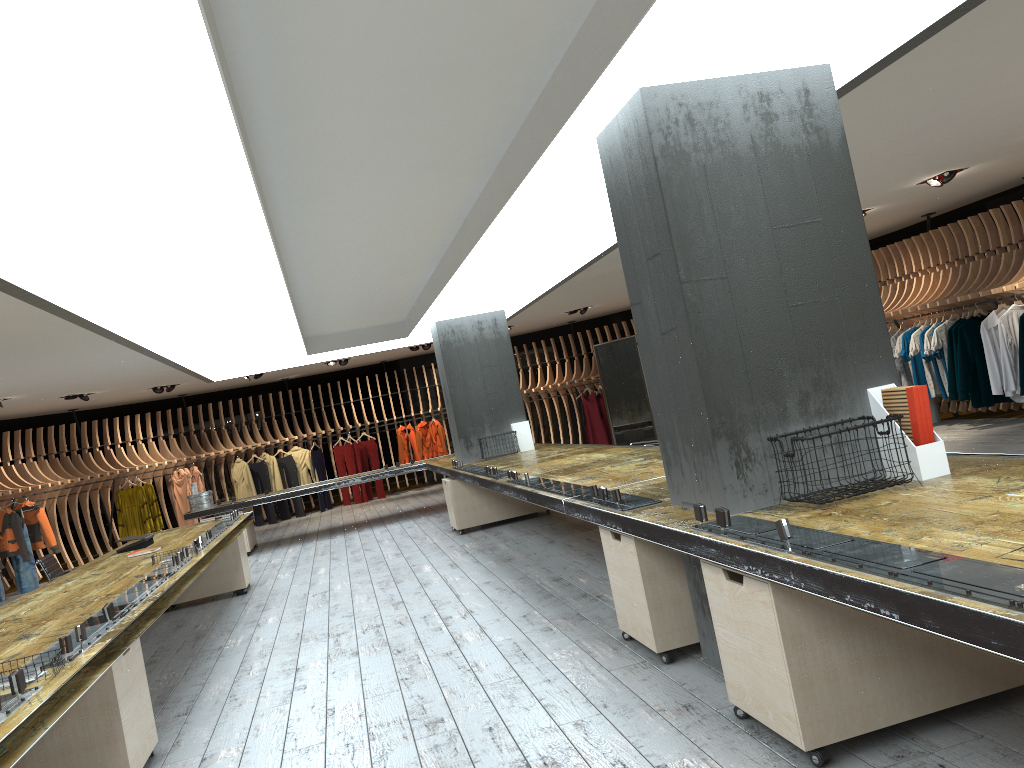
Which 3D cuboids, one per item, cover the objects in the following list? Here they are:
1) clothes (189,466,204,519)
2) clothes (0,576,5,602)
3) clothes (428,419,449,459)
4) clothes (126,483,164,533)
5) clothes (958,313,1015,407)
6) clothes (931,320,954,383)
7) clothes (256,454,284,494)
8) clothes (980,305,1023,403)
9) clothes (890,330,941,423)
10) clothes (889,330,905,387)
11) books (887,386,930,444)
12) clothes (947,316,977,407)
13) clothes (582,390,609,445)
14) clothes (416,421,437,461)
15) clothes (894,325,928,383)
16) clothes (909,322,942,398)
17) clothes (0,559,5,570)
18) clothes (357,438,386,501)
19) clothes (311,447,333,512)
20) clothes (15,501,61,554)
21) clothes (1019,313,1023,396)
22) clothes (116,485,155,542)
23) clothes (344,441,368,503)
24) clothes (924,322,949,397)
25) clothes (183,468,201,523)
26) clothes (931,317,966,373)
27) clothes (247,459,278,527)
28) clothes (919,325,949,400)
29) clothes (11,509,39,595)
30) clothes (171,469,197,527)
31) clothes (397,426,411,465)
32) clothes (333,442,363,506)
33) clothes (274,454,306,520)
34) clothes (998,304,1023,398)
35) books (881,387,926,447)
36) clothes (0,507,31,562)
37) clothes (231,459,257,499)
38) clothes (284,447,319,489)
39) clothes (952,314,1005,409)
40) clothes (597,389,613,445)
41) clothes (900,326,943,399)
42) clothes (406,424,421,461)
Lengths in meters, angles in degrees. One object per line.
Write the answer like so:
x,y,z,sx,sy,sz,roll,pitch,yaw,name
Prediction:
-5.735,2.077,16.242,0.446,1.156,0.125,-13,-3,43,clothes
-7.560,2.614,12.846,0.200,1.422,0.308,-11,-2,-20,clothes
-1.527,1.155,18.047,0.201,0.881,0.838,-10,-2,-32,clothes
-6.414,2.262,15.440,0.664,1.045,0.168,-12,-2,19,clothes
5.567,-0.288,10.362,0.914,1.082,0.237,-11,-2,-7,clothes
5.432,-0.310,10.903,0.743,0.951,0.167,-10,-2,-28,clothes
-4.684,1.785,17.097,0.703,0.890,0.250,-12,-2,29,clothes
5.671,-0.339,9.961,0.733,1.107,0.165,-11,-2,-7,clothes
5.317,-0.013,11.737,0.678,1.435,0.203,-10,-2,-27,clothes
5.291,-0.005,11.870,0.677,1.435,0.203,-11,-2,2,clothes
1.640,0.194,3.655,0.048,0.368,0.215,-11,-2,-12,books
5.526,-0.276,10.567,0.914,1.082,0.237,-11,-2,-12,clothes
1.606,0.694,17.418,0.444,1.129,0.126,-11,-2,-15,clothes
-1.769,1.203,18.047,0.200,0.881,0.840,-12,-2,18,clothes
5.342,-0.295,11.405,0.743,0.931,0.158,-12,-2,12,clothes
5.389,-0.309,11.170,0.744,0.931,0.158,-11,-2,-8,clothes
-7.718,2.281,12.595,0.839,0.881,0.200,-11,-2,3,clothes
-2.842,1.769,17.844,0.551,1.338,0.093,-12,-2,28,clothes
-3.762,1.939,17.534,0.087,1.353,0.539,-12,-2,13,clothes
-7.422,2.245,13.696,0.838,0.881,0.201,-12,-2,18,clothes
5.752,-0.348,9.443,0.914,1.082,0.237,-11,-2,-7,clothes
-6.515,2.279,15.289,0.664,1.045,0.168,-12,-2,19,clothes
-3.116,1.823,17.768,0.093,1.338,0.550,-9,-3,-42,clothes
5.455,-0.330,10.988,0.743,0.939,0.161,-11,-2,-18,clothes
-5.854,2.099,16.130,0.125,1.156,0.446,-9,-3,-42,clothes
5.451,-0.334,10.718,0.735,0.938,0.164,-11,-2,-8,clothes
-4.790,2.137,16.956,0.538,1.353,0.087,-12,-2,22,clothes
5.433,-0.305,11.126,0.743,0.961,0.167,-11,-2,-18,clothes
-7.421,2.599,13.425,0.309,1.422,0.200,-10,-3,-40,clothes
-5.934,2.113,16.046,0.446,1.156,0.125,-12,-2,23,clothes
-2.196,1.288,17.991,0.201,0.881,0.839,-11,-2,3,clothes
-3.272,1.853,17.719,0.551,1.338,0.093,-13,-3,33,clothes
-4.355,2.055,17.224,0.539,1.353,0.087,-12,-2,12,clothes
5.653,-0.340,9.763,0.733,1.107,0.165,-11,-2,-12,clothes
1.619,0.198,3.651,0.048,0.368,0.215,-11,-2,-12,books
-7.546,2.260,13.133,0.839,0.881,0.201,-12,-2,8,clothes
-5.109,1.864,16.792,0.703,0.890,0.250,-13,-3,39,clothes
-4.162,1.684,17.376,0.704,0.890,0.250,-12,-2,9,clothes
5.557,-0.284,10.449,0.914,1.082,0.237,-11,-2,-12,clothes
1.814,0.650,17.290,0.127,1.129,0.443,-11,-2,-20,clothes
5.309,-0.276,11.298,0.738,0.971,0.167,-11,-2,-3,clothes
-1.979,1.246,18.072,0.201,0.881,0.838,-11,-2,-7,clothes
